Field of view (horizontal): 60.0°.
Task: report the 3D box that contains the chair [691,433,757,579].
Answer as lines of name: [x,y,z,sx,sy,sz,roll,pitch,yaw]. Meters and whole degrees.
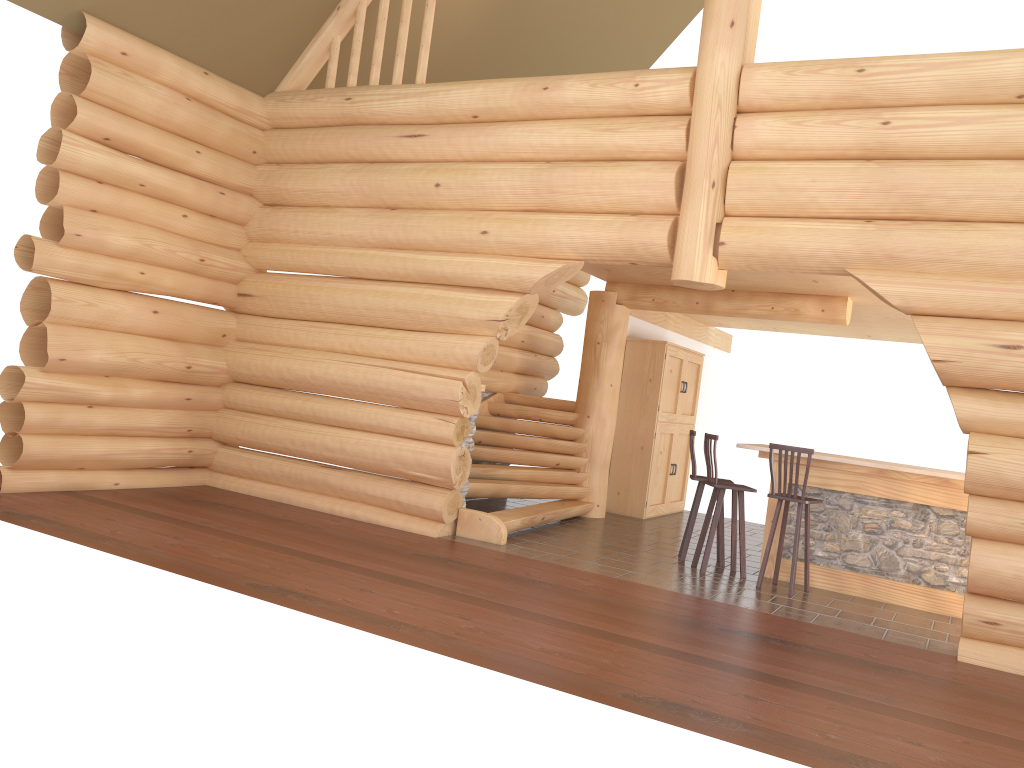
chair: [2.056,1.166,8.589,0.504,1.319,0.406,7,0,-3]

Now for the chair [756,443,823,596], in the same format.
chair: [2.554,1.228,8.122,0.406,1.319,0.504,7,0,38]

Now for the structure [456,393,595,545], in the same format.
structure: [-0.211,0.724,10.564,1.951,1.643,3.604,7,0,22]

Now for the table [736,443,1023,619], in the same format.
table: [3.816,1.426,8.510,3.220,1.257,1.196,7,0,28]

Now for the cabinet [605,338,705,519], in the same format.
cabinet: [2.109,0.649,12.811,0.670,2.403,1.847,7,0,28]

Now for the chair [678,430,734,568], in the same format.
chair: [1.998,1.161,9.108,0.504,1.319,0.406,7,0,8]
